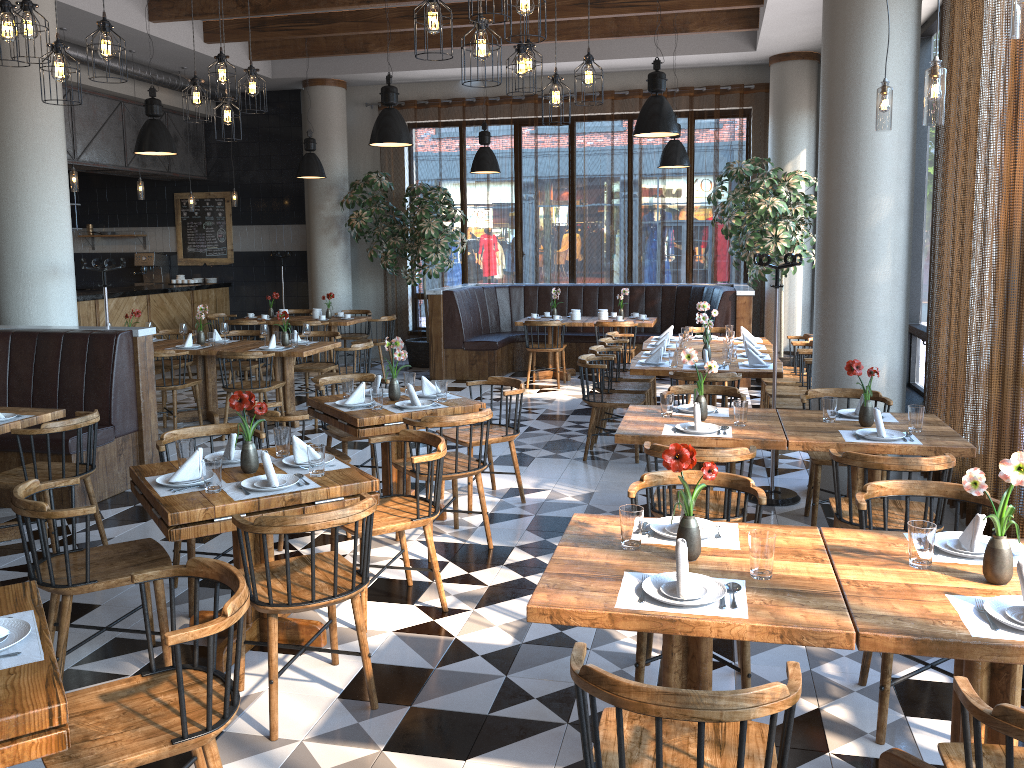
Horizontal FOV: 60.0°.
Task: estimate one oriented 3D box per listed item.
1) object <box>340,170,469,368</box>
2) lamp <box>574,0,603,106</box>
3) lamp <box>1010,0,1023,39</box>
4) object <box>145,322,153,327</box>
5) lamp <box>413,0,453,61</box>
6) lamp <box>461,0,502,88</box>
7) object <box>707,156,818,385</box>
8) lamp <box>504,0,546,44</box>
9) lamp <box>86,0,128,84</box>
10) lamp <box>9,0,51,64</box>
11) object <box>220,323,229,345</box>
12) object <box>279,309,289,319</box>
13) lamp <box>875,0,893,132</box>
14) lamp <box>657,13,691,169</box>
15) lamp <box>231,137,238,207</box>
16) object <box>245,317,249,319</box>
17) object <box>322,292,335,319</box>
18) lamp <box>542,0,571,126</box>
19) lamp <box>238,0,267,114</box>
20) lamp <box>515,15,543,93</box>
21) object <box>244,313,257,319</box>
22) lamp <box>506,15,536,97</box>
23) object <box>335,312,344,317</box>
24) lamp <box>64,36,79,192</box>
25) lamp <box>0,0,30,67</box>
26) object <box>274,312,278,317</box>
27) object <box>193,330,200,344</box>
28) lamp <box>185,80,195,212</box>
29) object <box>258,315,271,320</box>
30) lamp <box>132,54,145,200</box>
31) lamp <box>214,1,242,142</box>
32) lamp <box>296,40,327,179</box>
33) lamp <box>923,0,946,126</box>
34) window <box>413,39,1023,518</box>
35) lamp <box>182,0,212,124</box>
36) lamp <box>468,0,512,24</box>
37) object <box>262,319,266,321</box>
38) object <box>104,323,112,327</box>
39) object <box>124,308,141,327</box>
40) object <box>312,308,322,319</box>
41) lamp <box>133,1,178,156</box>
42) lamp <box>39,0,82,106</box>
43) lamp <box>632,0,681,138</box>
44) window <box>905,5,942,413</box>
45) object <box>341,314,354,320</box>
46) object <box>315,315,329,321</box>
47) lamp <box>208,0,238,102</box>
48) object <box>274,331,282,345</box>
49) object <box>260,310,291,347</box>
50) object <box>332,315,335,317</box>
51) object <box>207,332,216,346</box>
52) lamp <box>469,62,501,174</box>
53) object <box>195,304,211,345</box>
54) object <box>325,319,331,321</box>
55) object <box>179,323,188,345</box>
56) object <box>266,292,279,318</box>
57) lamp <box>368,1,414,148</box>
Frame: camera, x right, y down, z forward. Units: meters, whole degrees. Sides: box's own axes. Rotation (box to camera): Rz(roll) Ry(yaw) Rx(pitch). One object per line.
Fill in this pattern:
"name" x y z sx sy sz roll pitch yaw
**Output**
"object" -1.501 -1.604 12.373 1.754 2.767 1.488 -1 7 -6
"lamp" 0.464 -2.753 5.355 0.175 2.060 0.175 -5 8 -34
"lamp" 1.445 -1.957 2.398 0.078 1.954 0.078 2 7 20
"object" -3.707 -0.525 9.057 0.081 0.214 0.082 0 7 4
"lamp" -0.367 -2.514 3.924 0.175 2.060 0.176 -1 7 -1
"lamp" -0.148 -2.380 3.895 0.175 2.060 0.176 4 8 32
"object" 2.919 -1.397 10.774 1.482 2.767 1.760 -5 8 -28
"lamp" 0.047 -2.541 3.790 0.175 2.060 0.176 2 7 21
"lamp" -2.072 -2.572 4.403 0.175 2.060 0.175 5 9 40
"lamp" -2.451 -2.664 4.376 0.175 2.060 0.176 -3 7 -16
"object" -2.875 -0.504 8.868 0.081 0.214 0.081 -4 8 -23
"object" -3.053 -0.934 11.839 0.130 0.128 0.130 -6 9 -33
"lamp" 1.928 -2.293 4.511 0.078 1.954 0.078 -2 7 -11
"lamp" 1.888 -3.457 10.260 0.391 1.855 0.392 3 8 25
"lamp" -4.053 -3.557 12.816 0.078 1.954 0.078 6 9 44
"object" -3.561 -0.889 11.918 0.053 0.025 0.049 0 9 2
"object" -2.423 -1.036 11.720 0.156 0.353 0.171 -5 8 -29
"lamp" 0.259 -2.608 5.291 0.175 2.060 0.176 -1 7 -1
"lamp" -1.748 -2.847 5.826 0.175 2.060 0.176 2 7 20
"lamp" 0.094 -2.861 5.428 0.175 2.060 0.176 -1 7 -1
"object" -3.542 -0.926 12.012 0.175 0.066 0.177 0 9 5
"lamp" 0.045 -2.772 5.234 0.175 2.060 0.176 -2 7 -12
"object" -2.325 -0.942 12.028 0.176 0.066 0.176 -6 10 -32
"lamp" -4.793 -3.072 9.578 0.078 1.954 0.078 -7 9 -42
"lamp" -2.445 -2.575 4.176 0.175 2.060 0.176 -4 8 -27
"object" -3.196 -0.955 12.174 0.176 0.066 0.176 4 10 26
"object" -3.175 -0.471 8.947 0.080 0.131 0.080 3 8 28
"lamp" -4.297 -3.278 11.754 0.078 1.954 0.078 5 9 42
"object" -3.272 -0.880 11.709 0.176 0.066 0.176 -5 10 -25
"lamp" -4.536 -3.221 10.702 0.078 1.954 0.078 2 7 20
"lamp" -1.945 -2.686 5.927 0.175 2.060 0.176 3 8 31
"lamp" -2.590 -3.570 11.277 0.391 1.855 0.392 -5 8 -29
"lamp" 1.684 -2.013 3.450 0.078 1.954 0.078 -6 8 -37
"window" 2.088 -1.271 6.526 4.493 3.148 15.212 -2 9 -10
"lamp" -2.165 -2.819 5.953 0.175 2.060 0.176 -1 7 -2
"lamp" -0.105 -2.572 3.642 0.175 2.060 0.176 4 8 32
"object" -3.256 -0.844 11.614 0.053 0.025 0.049 -4 9 -19
"object" -4.113 -0.517 9.037 0.081 0.214 0.082 0 7 4
"object" -3.872 -0.594 9.062 0.171 0.353 0.156 -7 9 -39
"object" -2.613 -0.946 11.881 0.130 0.128 0.130 -6 9 -33
"lamp" -3.314 -3.055 8.113 0.390 1.855 0.392 -2 7 -10
"lamp" -2.249 -2.420 4.287 0.175 2.060 0.176 -3 7 -16
"lamp" 1.164 -2.942 7.096 0.390 1.855 0.392 -2 7 -10
"window" 3.640 -1.624 8.621 0.365 3.149 4.993 1 9 13
"object" -2.166 -0.886 11.669 0.175 0.066 0.177 -1 9 -2
"object" -2.467 -0.859 11.523 0.176 0.066 0.176 4 10 28
"lamp" -1.898 -2.878 5.676 0.175 2.060 0.176 3 8 31
"object" -2.308 -0.449 8.750 0.080 0.131 0.080 -7 10 -42
"object" -2.299 -0.546 8.650 0.295 0.353 0.167 2 8 18
"object" -2.425 -0.920 12.031 0.049 0.025 0.053 -2 9 -10
"object" -2.974 -0.446 8.773 0.080 0.131 0.080 6 10 42
"lamp" -0.339 -3.513 10.766 0.390 1.855 0.392 1 7 15
"object" -3.088 -0.592 8.852 0.146 0.398 0.207 -4 8 -28
"object" -2.362 -0.827 11.443 0.155 0.023 0.034 6 11 37
"object" -3.281 -0.496 8.848 0.081 0.214 0.082 0 7 4
"object" -3.213 -1.061 11.933 0.171 0.353 0.157 -1 7 -1
"lamp" -1.063 -2.998 7.601 0.390 1.855 0.392 -1 7 0
